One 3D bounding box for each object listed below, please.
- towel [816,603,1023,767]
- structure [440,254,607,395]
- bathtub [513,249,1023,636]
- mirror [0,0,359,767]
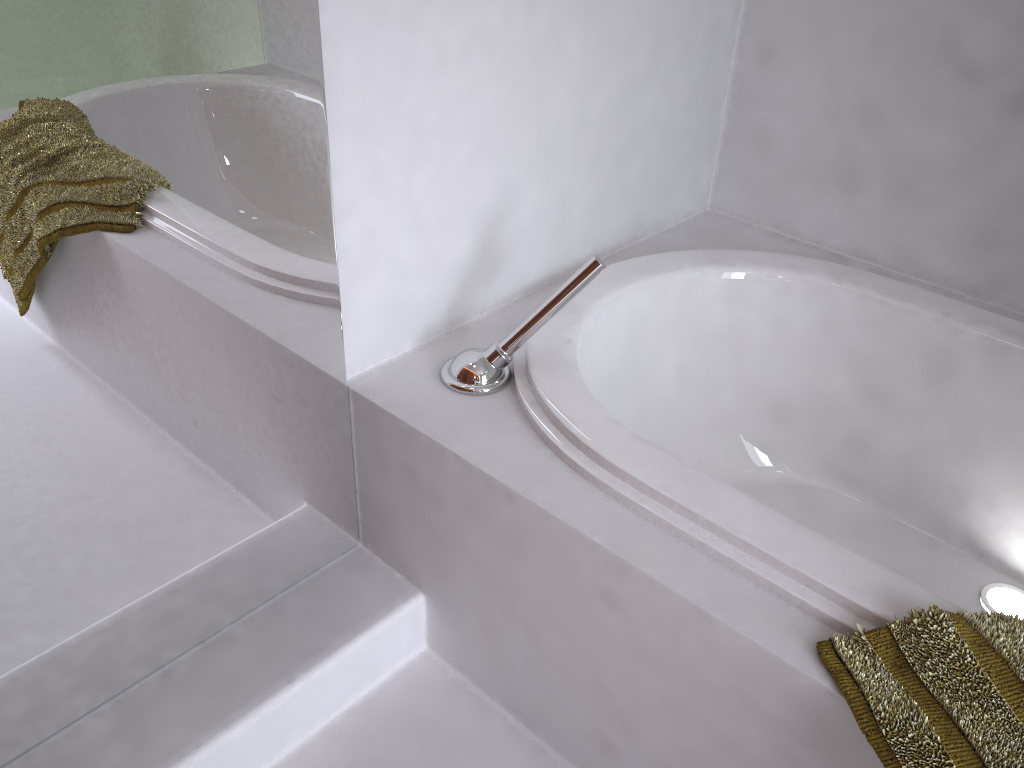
[{"bbox_3d":[0.699,0.564,0.856,0.890,0.452,0.349,24,39,29],"label":"towel"},{"bbox_3d":[0.007,-0.089,1.369,0.239,0.257,0.112,-7,34,-15],"label":"structure"},{"bbox_3d":[0.733,0.300,1.300,1.683,0.424,0.881,28,41,34],"label":"bathtub"},{"bbox_3d":[-0.713,-0.372,0.484,0.019,2.183,1.433,28,41,34],"label":"mirror"}]
